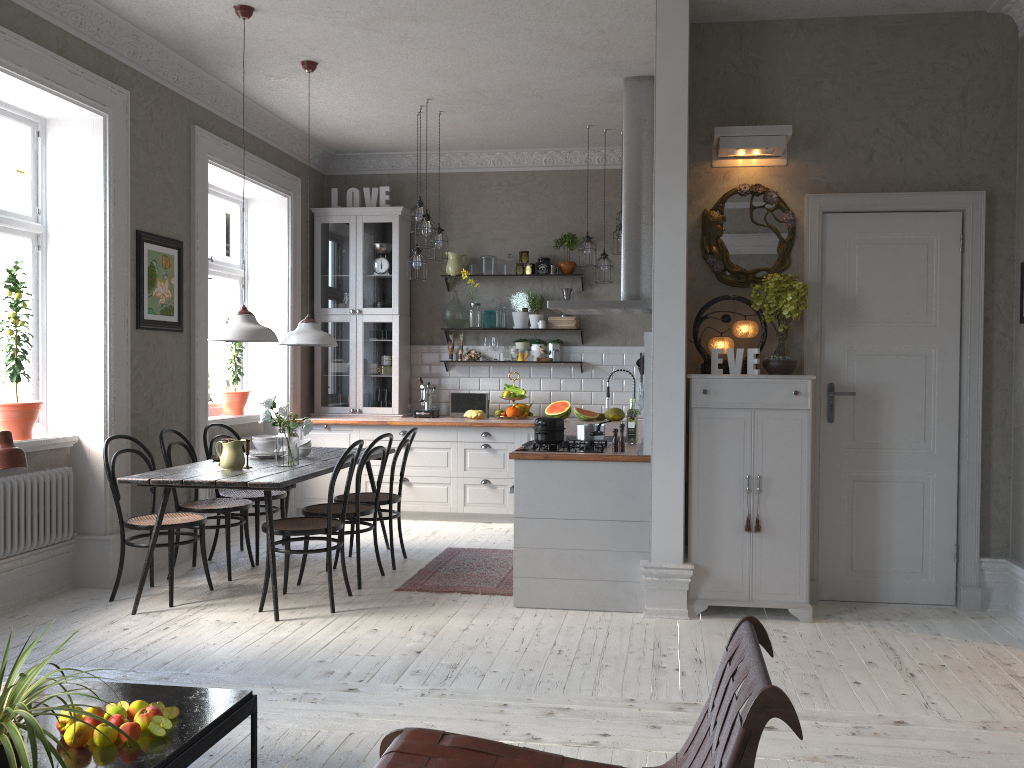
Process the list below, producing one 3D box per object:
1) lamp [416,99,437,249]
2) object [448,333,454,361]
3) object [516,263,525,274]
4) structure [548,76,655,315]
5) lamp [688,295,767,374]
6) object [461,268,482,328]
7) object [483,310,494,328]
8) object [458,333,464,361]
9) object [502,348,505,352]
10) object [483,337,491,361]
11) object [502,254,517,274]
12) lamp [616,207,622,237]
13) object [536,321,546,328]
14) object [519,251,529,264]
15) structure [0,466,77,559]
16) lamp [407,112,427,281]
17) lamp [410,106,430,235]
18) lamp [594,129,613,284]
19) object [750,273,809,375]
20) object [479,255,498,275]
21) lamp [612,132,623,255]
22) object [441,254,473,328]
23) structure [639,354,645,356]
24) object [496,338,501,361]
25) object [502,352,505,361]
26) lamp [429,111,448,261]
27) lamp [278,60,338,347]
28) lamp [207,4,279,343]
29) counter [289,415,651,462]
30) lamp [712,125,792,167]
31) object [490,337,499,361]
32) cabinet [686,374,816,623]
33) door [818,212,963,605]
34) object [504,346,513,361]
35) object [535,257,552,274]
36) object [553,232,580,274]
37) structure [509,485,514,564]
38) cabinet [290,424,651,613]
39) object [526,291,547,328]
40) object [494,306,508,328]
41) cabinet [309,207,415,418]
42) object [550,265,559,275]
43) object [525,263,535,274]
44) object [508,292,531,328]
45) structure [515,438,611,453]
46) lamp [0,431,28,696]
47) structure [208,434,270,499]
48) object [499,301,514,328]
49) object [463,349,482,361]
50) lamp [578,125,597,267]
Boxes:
[{"bbox_3d":[-0.632,-1.883,6.577,0.150,1.735,0.144,0,1,-34],"label":"lamp"},{"bbox_3d":[-0.568,-0.346,8.257,0.054,0.264,0.060,0,1,-20],"label":"object"},{"bbox_3d":[0.078,-1.045,8.117,0.082,0.113,0.083,1,1,9],"label":"object"},{"bbox_3d":[0.656,-1.303,6.182,0.708,1.595,0.716,1,1,9],"label":"structure"},{"bbox_3d":[1.208,-0.216,4.928,0.444,0.558,0.174,1,1,16],"label":"lamp"},{"bbox_3d":[-0.372,-0.780,8.094,0.191,0.540,0.281,0,1,1],"label":"object"},{"bbox_3d":[-0.209,-0.596,8.221,0.125,0.172,0.127,1,1,12],"label":"object"},{"bbox_3d":[-0.466,-0.345,8.227,0.063,0.264,0.052,-1,2,-45],"label":"object"},{"bbox_3d":[-0.050,-0.287,8.202,0.076,0.083,0.079,1,1,27],"label":"object"},{"bbox_3d":[-0.228,-0.322,8.211,0.082,0.217,0.081,0,1,-5],"label":"object"},{"bbox_3d":[-0.023,-1.101,8.232,0.142,0.220,0.137,0,1,-32],"label":"object"},{"bbox_3d":[0.938,-2.089,7.274,0.149,1.735,0.145,0,1,-19],"label":"lamp"},{"bbox_3d":[0.273,-0.539,8.039,0.104,0.071,0.064,1,1,39],"label":"object"},{"bbox_3d":[0.110,-1.157,8.098,0.083,0.113,0.082,0,1,-11],"label":"object"},{"bbox_3d":[-2.683,0.700,4.565,0.148,0.428,1.229,1,1,8],"label":"structure"},{"bbox_3d":[-0.738,-1.681,6.918,0.149,1.735,0.144,0,1,-24],"label":"lamp"},{"bbox_3d":[-0.698,-2.017,6.745,0.147,1.735,0.146,0,1,-4],"label":"lamp"},{"bbox_3d":[0.772,-1.712,7.369,0.149,1.735,0.145,0,1,-19],"label":"lamp"},{"bbox_3d":[1.470,-0.326,4.810,0.291,0.553,0.348,1,2,43],"label":"object"},{"bbox_3d":[-0.216,-1.084,8.163,0.176,0.184,0.168,-1,2,-42],"label":"object"},{"bbox_3d":[0.926,-1.964,7.451,0.150,1.735,0.143,-1,1,-39],"label":"lamp"},{"bbox_3d":[-0.535,-0.851,8.160,0.339,0.674,0.332,0,1,-23],"label":"object"},{"bbox_3d":[1.075,-0.226,7.020,0.094,0.053,1.092,1,1,10],"label":"structure"},{"bbox_3d":[-0.144,-0.321,8.195,0.082,0.217,0.081,0,1,-5],"label":"object"},{"bbox_3d":[-0.051,-0.254,8.202,0.076,0.083,0.079,1,1,27],"label":"object"},{"bbox_3d":[-0.565,-1.838,6.887,0.147,1.735,0.146,0,1,-4],"label":"lamp"},{"bbox_3d":[-1.335,-1.178,5.822,0.375,1.858,0.384,1,1,16],"label":"lamp"},{"bbox_3d":[-1.495,-1.161,4.936,0.387,1.858,0.371,-1,2,-44],"label":"lamp"},{"bbox_3d":[-0.510,0.352,6.629,3.142,0.039,3.411,1,1,9],"label":"counter"},{"bbox_3d":[1.334,-1.324,4.939,0.413,0.171,0.221,1,1,8],"label":"lamp"},{"bbox_3d":[-0.157,-0.319,8.106,0.082,0.217,0.081,0,1,-5],"label":"object"},{"bbox_3d":[1.280,0.597,4.836,0.662,1.297,0.386,1,1,8],"label":"cabinet"},{"bbox_3d":[2.109,0.136,4.947,0.747,2.183,0.080,1,1,7],"label":"door"},{"bbox_3d":[-0.034,-0.280,8.123,0.080,0.139,0.078,0,1,-18],"label":"object"},{"bbox_3d":[0.293,-1.074,8.133,0.141,0.174,0.143,1,1,9],"label":"object"},{"bbox_3d":[0.515,-1.183,8.054,0.256,0.397,0.246,1,1,33],"label":"object"},{"bbox_3d":[0.335,0.719,5.199,0.614,0.623,0.626,1,1,9],"label":"structure"},{"bbox_3d":[-0.041,0.765,6.723,2.028,0.854,4.110,0,1,-35],"label":"cabinet"},{"bbox_3d":[0.220,-0.694,8.108,0.187,0.380,0.166,0,1,-30],"label":"object"},{"bbox_3d":[-0.102,-0.609,8.115,0.122,0.206,0.127,1,1,31],"label":"object"},{"bbox_3d":[-1.380,-0.639,8.211,0.874,1.921,0.390,1,1,8],"label":"cabinet"},{"bbox_3d":[0.385,-1.033,8.022,0.093,0.096,0.075,1,1,9],"label":"object"},{"bbox_3d":[0.163,-1.044,8.101,0.082,0.113,0.084,1,1,19],"label":"object"},{"bbox_3d":[0.098,-0.684,8.177,0.241,0.354,0.238,1,1,27],"label":"object"},{"bbox_3d":[0.313,0.355,5.200,0.493,0.031,0.609,1,1,9],"label":"structure"},{"bbox_3d":[-1.531,0.554,2.614,0.246,0.839,0.141,2,2,44],"label":"lamp"},{"bbox_3d":[-2.234,0.652,7.076,0.148,0.428,1.229,1,1,8],"label":"structure"},{"bbox_3d":[-0.053,-0.640,8.261,0.130,0.264,0.133,1,1,14],"label":"object"},{"bbox_3d":[-0.370,-0.268,8.191,0.178,0.111,0.095,0,1,-14],"label":"object"},{"bbox_3d":[0.622,-1.833,7.252,0.143,1.735,0.150,1,2,41],"label":"lamp"}]
